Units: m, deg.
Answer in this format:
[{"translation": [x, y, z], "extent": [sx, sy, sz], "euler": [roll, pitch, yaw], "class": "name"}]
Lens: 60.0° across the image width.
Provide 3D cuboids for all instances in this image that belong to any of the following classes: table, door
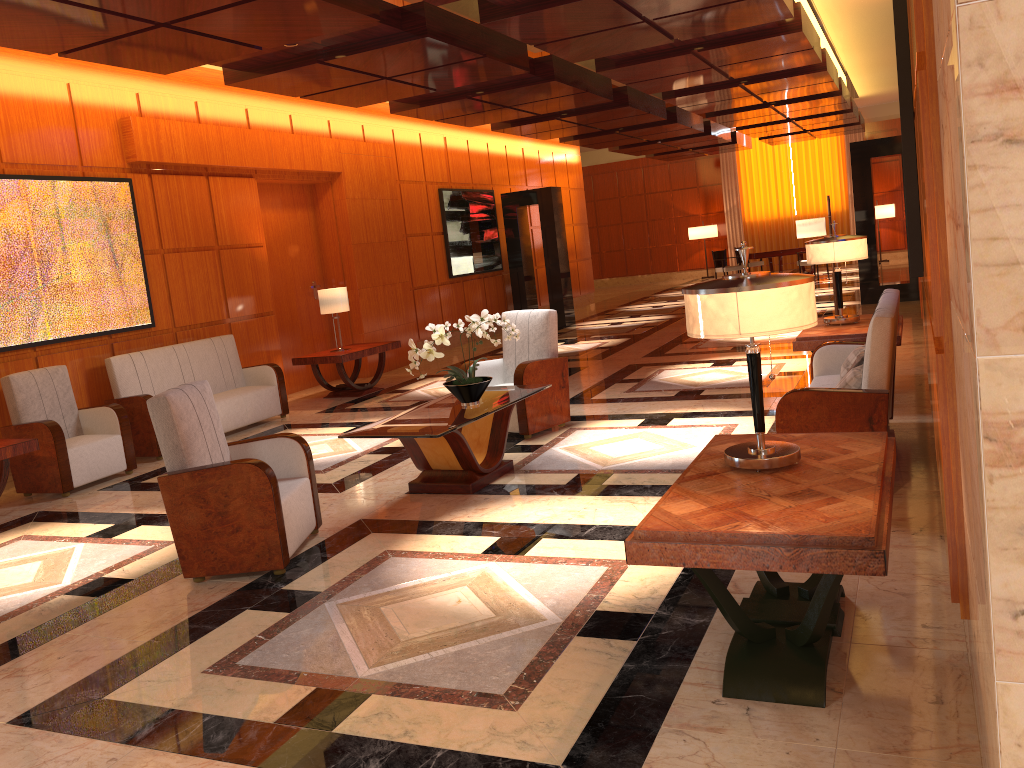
[{"translation": [2.663, -0.167, 6.911], "extent": [0.725, 0.604, 1.277], "euler": [-3, 9, 25], "class": "table"}, {"translation": [6.578, -2.820, 20.844], "extent": [2.107, 0.738, 0.787], "euler": [-7, 8, -4], "class": "table"}, {"translation": [-0.354, 0.401, 5.876], "extent": [0.722, 0.494, 1.569], "euler": [-3, 9, 28], "class": "table"}, {"translation": [0.953, 0.611, 3.101], "extent": [0.725, 0.604, 1.277], "euler": [-3, 9, 25], "class": "table"}, {"translation": [-3.949, 0.772, 6.033], "extent": [0.724, 0.532, 1.174], "euler": [-3, 9, 28], "class": "table"}, {"translation": [-1.920, -0.151, 10.554], "extent": [0.724, 0.532, 1.174], "euler": [-3, 9, 28], "class": "table"}, {"translation": [-2.698, -1.233, 11.233], "extent": [0.340, 2.639, 1.508], "euler": [-4, 8, 25], "class": "door"}]

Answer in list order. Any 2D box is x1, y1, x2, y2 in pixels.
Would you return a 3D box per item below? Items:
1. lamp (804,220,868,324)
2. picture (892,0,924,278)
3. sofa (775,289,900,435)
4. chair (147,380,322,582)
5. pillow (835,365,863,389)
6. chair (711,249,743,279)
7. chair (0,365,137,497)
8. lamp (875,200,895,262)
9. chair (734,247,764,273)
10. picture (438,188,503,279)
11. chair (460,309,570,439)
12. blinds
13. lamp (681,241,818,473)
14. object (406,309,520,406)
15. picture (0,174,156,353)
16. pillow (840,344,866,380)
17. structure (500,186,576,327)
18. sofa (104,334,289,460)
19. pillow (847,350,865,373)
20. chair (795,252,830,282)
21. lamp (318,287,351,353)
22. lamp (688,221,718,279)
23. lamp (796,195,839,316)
[{"translation": [2.545, -0.880, 6.921], "extent": [0.459, 0.790, 0.460], "euler": [-8, 7, -13], "class": "lamp"}, {"translation": [2.226, -1.399, 4.987], "extent": [0.056, 1.445, 2.008], "euler": [-4, 8, 25], "class": "picture"}, {"translation": [2.011, -0.025, 5.322], "extent": [0.612, 0.928, 1.809], "euler": [-3, 9, 25], "class": "sofa"}, {"translation": [-1.461, 0.458, 4.725], "extent": [0.628, 0.956, 0.741], "euler": [-6, 7, 4], "class": "chair"}, {"translation": [1.866, 0.028, 4.919], "extent": [0.202, 0.228, 0.275], "euler": [-3, 9, 27], "class": "pillow"}, {"translation": [5.152, -2.787, 21.311], "extent": [0.586, 0.890, 0.577], "euler": [-10, 8, -27], "class": "chair"}, {"translation": [-3.587, 0.342, 7.121], "extent": [0.628, 0.956, 0.742], "euler": [-4, 8, 24], "class": "chair"}, {"translation": [9.742, -4.044, 23.499], "extent": [0.813, 1.653, 0.812], "euler": [-10, 7, -25], "class": "lamp"}, {"translation": [5.936, -3.025, 22.275], "extent": [0.587, 0.890, 0.577], "euler": [-12, 9, -37], "class": "chair"}, {"translation": [-0.674, -2.610, 15.206], "extent": [0.056, 1.445, 2.008], "euler": [-4, 8, 25], "class": "picture"}, {"translation": [0.017, -0.104, 7.291], "extent": [0.738, 0.956, 0.631], "euler": [0, 10, 43], "class": "chair"}, {"translation": [7.884, -5.254, 24.843], "extent": [3.849, 4.046, 0.149], "euler": [-3, 7, 25], "class": "blinds"}, {"translation": [0.863, -0.107, 3.174], "extent": [0.458, 0.806, 0.461], "euler": [-2, 8, 34], "class": "lamp"}, {"translation": [-0.319, -0.170, 5.898], "extent": [0.788, 0.614, 0.419], "euler": [-6, 7, 2], "class": "object"}, {"translation": [-4.020, -1.089, 7.752], "extent": [0.056, 1.445, 2.008], "euler": [-4, 8, 25], "class": "picture"}, {"translation": [2.228, -0.140, 5.711], "extent": [0.195, 0.226, 0.346], "euler": [-2, 9, 30], "class": "pillow"}, {"translation": [0.482, -2.273, 16.155], "extent": [0.984, 2.487, 0.503], "euler": [-4, 7, 25], "class": "structure"}, {"translation": [-3.034, 0.062, 8.628], "extent": [0.612, 0.928, 1.809], "euler": [-3, 9, 25], "class": "sofa"}, {"translation": [2.077, -0.069, 5.306], "extent": [0.160, 0.252, 0.360], "euler": [-4, 8, 21], "class": "pillow"}, {"translation": [6.782, -2.755, 19.845], "extent": [0.586, 0.890, 0.578], "euler": [-10, 8, -22], "class": "chair"}, {"translation": [-0.262, -0.042, 4.319], "extent": [0.335, 0.731, 13.043], "euler": [-9, 9, -15], "class": "lamp"}, {"translation": [5.529, -3.846, 25.435], "extent": [0.813, 1.653, 0.812], "euler": [-10, 7, -25], "class": "lamp"}, {"translation": [3.375, -1.182, 9.529], "extent": [0.526, 1.653, 0.362], "euler": [-5, 7, 15], "class": "lamp"}]
